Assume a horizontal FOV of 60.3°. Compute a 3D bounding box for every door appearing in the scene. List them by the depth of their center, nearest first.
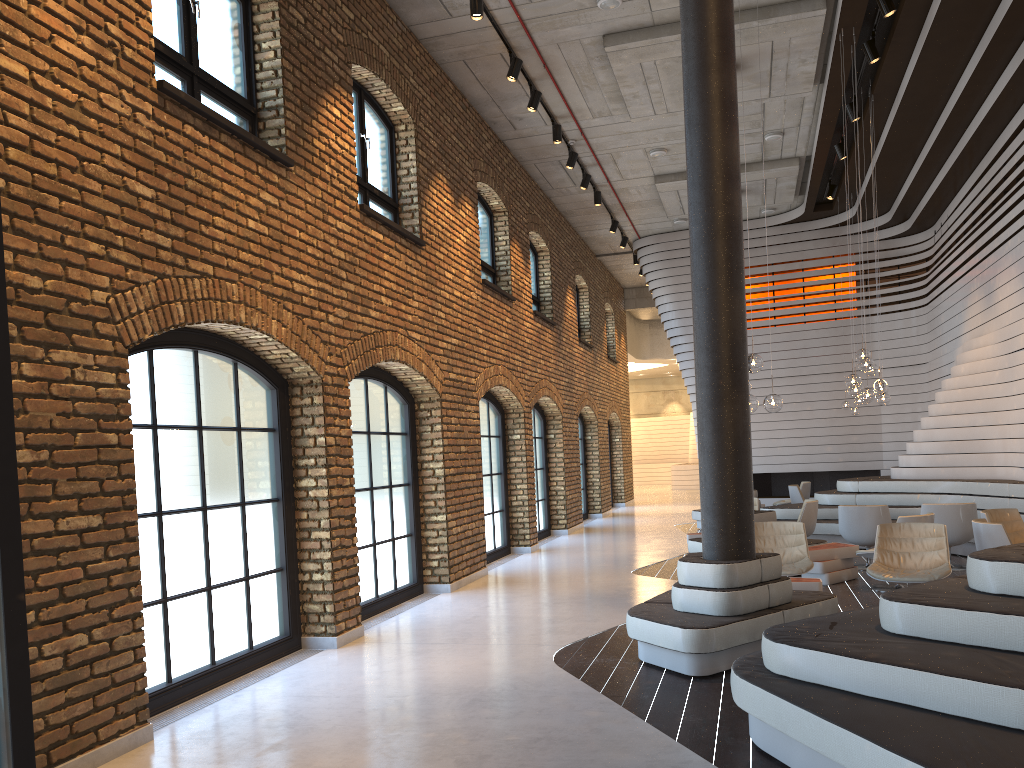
[{"bbox_3d":[-2.980,0.475,2.020,3.222,2.855,3.237,-4,-2,22],"label":"door"}]

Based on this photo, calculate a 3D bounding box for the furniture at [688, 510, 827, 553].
[{"bbox_3d":[3.032,1.893,10.659,1.270,0.722,1.782,-2,-4,-14],"label":"furniture"}]

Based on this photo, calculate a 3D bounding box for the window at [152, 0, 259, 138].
[{"bbox_3d":[-2.238,-2.457,6.112,0.126,1.452,1.565,-2,-2,15],"label":"window"}]

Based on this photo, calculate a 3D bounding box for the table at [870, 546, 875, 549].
[{"bbox_3d":[4.871,2.019,11.137,0.410,0.370,0.914,-1,-4,-42],"label":"table"}]

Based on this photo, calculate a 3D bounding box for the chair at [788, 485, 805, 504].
[{"bbox_3d":[5.298,2.169,15.674,0.714,0.767,0.653,-3,-1,20],"label":"chair"}]

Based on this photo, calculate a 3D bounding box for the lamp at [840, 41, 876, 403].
[{"bbox_3d":[3.772,-2.155,9.740,0.311,4.749,0.657,-2,2,24],"label":"lamp"}]

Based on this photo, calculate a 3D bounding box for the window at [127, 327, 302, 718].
[{"bbox_3d":[-2.176,0.880,6.228,0.131,2.538,2.347,-2,-1,15],"label":"window"}]

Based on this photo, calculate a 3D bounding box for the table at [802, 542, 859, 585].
[{"bbox_3d":[3.451,1.962,9.605,0.899,0.371,0.417,0,-3,-37],"label":"table"}]

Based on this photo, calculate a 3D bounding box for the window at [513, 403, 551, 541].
[{"bbox_3d":[-0.656,1.980,20.666,2.176,2.528,12.939,-2,-4,-15],"label":"window"}]

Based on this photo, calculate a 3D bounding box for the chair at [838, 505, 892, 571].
[{"bbox_3d":[4.221,1.797,10.456,0.662,0.767,0.705,-4,-2,35],"label":"chair"}]

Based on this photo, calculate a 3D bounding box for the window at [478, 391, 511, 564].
[{"bbox_3d":[-0.439,1.315,12.611,0.131,2.538,2.347,-2,-1,15],"label":"window"}]

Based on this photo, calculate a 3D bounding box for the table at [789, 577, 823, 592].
[{"bbox_3d":[2.191,1.858,7.588,0.910,0.371,0.412,-4,-2,18],"label":"table"}]

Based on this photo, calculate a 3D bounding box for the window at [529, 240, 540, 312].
[{"bbox_3d":[0.244,-1.835,15.233,0.126,1.452,1.565,-2,-2,15],"label":"window"}]

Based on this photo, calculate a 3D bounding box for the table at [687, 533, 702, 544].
[{"bbox_3d":[2.801,2.173,11.816,0.908,0.371,0.413,-3,-2,8],"label":"table"}]

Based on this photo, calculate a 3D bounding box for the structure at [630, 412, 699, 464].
[{"bbox_3d":[7.124,2.751,36.863,4.552,2.868,5.801,-4,-4,15],"label":"structure"}]

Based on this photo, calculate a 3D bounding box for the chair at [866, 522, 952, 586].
[{"bbox_3d":[3.420,1.601,7.577,0.661,0.767,0.705,-3,-1,32],"label":"chair"}]

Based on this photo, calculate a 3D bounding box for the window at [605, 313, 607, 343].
[{"bbox_3d":[2.261,-1.329,22.647,0.126,1.452,1.565,-2,-2,15],"label":"window"}]

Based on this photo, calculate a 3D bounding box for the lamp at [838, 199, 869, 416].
[{"bbox_3d":[6.159,-1.754,15.975,0.548,4.682,0.290,-1,2,41],"label":"lamp"}]

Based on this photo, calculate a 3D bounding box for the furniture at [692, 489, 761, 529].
[{"bbox_3d":[3.904,2.282,15.954,1.279,0.722,1.770,-3,-4,11],"label":"furniture"}]

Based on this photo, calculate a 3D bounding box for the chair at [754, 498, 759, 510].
[{"bbox_3d":[3.185,2.014,12.521,0.662,0.767,0.705,-3,-1,33],"label":"chair"}]

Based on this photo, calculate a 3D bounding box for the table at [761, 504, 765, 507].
[{"bbox_3d":[4.391,2.522,17.052,0.904,0.371,0.415,-2,-2,-7],"label":"table"}]

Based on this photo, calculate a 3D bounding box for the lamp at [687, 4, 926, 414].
[{"bbox_3d":[1.957,-2.506,2.081,9.072,4.615,41.816,-4,-5,15],"label":"lamp"}]

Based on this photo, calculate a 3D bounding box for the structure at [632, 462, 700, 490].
[{"bbox_3d":[6.767,3.573,34.631,2.545,0.897,7.527,-2,-5,-7],"label":"structure"}]

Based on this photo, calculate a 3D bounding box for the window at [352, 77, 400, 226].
[{"bbox_3d":[-1.494,-2.270,8.848,0.126,1.452,1.565,-2,-2,15],"label":"window"}]

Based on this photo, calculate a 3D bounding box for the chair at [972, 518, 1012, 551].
[{"bbox_3d":[4.419,1.562,7.677,0.713,0.767,0.654,-3,-1,15],"label":"chair"}]

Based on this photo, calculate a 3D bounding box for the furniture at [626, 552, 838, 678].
[{"bbox_3d":[1.491,1.645,6.687,1.758,0.723,1.287,0,-4,-39],"label":"furniture"}]

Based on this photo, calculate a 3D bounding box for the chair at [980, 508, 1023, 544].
[{"bbox_3d":[4.957,1.606,8.545,0.652,0.767,0.716,-2,-1,-30],"label":"chair"}]

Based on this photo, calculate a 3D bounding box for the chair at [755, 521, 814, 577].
[{"bbox_3d":[2.491,1.705,8.305,0.659,0.767,0.708,-3,-1,16],"label":"chair"}]

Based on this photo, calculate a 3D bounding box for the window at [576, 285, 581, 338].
[{"bbox_3d":[1.269,-1.578,18.999,0.126,1.452,1.565,-2,-2,15],"label":"window"}]

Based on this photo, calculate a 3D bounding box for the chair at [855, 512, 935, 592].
[{"bbox_3d":[3.885,1.687,8.906,0.651,0.767,0.716,-2,-2,-34],"label":"chair"}]

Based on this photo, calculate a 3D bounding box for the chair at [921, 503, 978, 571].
[{"bbox_3d":[5.016,1.733,10.142,0.660,0.767,0.707,-3,-1,23],"label":"chair"}]

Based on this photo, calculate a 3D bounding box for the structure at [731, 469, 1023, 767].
[{"bbox_3d":[5.447,1.716,11.179,5.791,0.928,18.185,-4,-5,12],"label":"structure"}]

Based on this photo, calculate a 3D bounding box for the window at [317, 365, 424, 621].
[{"bbox_3d":[-1.432,1.066,8.963,0.131,2.538,2.347,-2,-1,15],"label":"window"}]

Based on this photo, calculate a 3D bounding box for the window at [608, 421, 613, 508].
[{"bbox_3d":[2.137,2.124,24.093,2.073,2.533,4.634,-2,-3,-21],"label":"window"}]

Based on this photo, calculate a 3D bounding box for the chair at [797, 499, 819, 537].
[{"bbox_3d":[3.662,1.914,11.574,0.714,0.767,0.653,-3,-1,19],"label":"chair"}]

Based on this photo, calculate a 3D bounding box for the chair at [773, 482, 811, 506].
[{"bbox_3d":[5.346,2.260,16.827,0.714,0.767,0.654,-3,-1,18],"label":"chair"}]

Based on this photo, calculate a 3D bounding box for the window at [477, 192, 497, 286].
[{"bbox_3d":[-0.501,-2.021,12.496,0.126,1.452,1.565,-2,-2,15],"label":"window"}]

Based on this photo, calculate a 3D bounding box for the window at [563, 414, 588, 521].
[{"bbox_3d":[1.330,1.759,19.114,0.131,2.538,2.347,-2,-1,15],"label":"window"}]

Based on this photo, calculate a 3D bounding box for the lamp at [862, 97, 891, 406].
[{"bbox_3d":[4.677,-2.051,11.440,0.294,4.682,0.541,-2,1,10],"label":"lamp"}]
